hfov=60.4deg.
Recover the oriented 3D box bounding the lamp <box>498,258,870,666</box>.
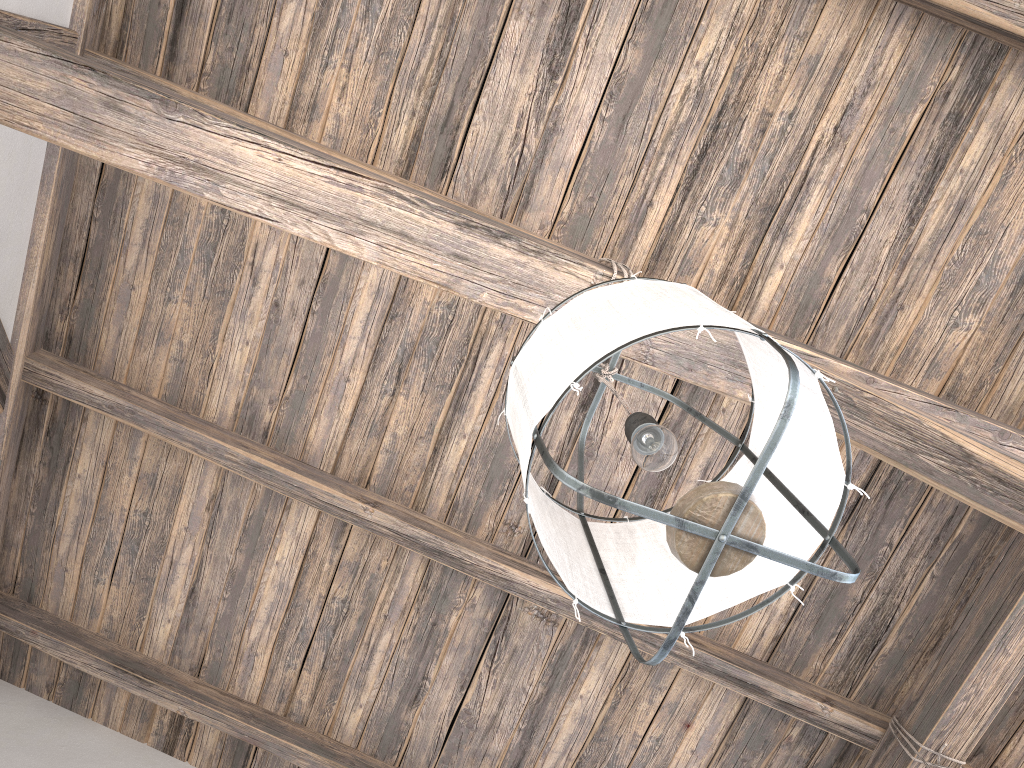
[{"bbox_3d":[0.182,0.024,1.438,0.408,1.039,0.416,-21,-73,2],"label":"lamp"}]

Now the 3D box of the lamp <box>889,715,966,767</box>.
[{"bbox_3d":[1.191,1.185,1.909,0.401,1.455,0.423,-21,-73,1],"label":"lamp"}]
